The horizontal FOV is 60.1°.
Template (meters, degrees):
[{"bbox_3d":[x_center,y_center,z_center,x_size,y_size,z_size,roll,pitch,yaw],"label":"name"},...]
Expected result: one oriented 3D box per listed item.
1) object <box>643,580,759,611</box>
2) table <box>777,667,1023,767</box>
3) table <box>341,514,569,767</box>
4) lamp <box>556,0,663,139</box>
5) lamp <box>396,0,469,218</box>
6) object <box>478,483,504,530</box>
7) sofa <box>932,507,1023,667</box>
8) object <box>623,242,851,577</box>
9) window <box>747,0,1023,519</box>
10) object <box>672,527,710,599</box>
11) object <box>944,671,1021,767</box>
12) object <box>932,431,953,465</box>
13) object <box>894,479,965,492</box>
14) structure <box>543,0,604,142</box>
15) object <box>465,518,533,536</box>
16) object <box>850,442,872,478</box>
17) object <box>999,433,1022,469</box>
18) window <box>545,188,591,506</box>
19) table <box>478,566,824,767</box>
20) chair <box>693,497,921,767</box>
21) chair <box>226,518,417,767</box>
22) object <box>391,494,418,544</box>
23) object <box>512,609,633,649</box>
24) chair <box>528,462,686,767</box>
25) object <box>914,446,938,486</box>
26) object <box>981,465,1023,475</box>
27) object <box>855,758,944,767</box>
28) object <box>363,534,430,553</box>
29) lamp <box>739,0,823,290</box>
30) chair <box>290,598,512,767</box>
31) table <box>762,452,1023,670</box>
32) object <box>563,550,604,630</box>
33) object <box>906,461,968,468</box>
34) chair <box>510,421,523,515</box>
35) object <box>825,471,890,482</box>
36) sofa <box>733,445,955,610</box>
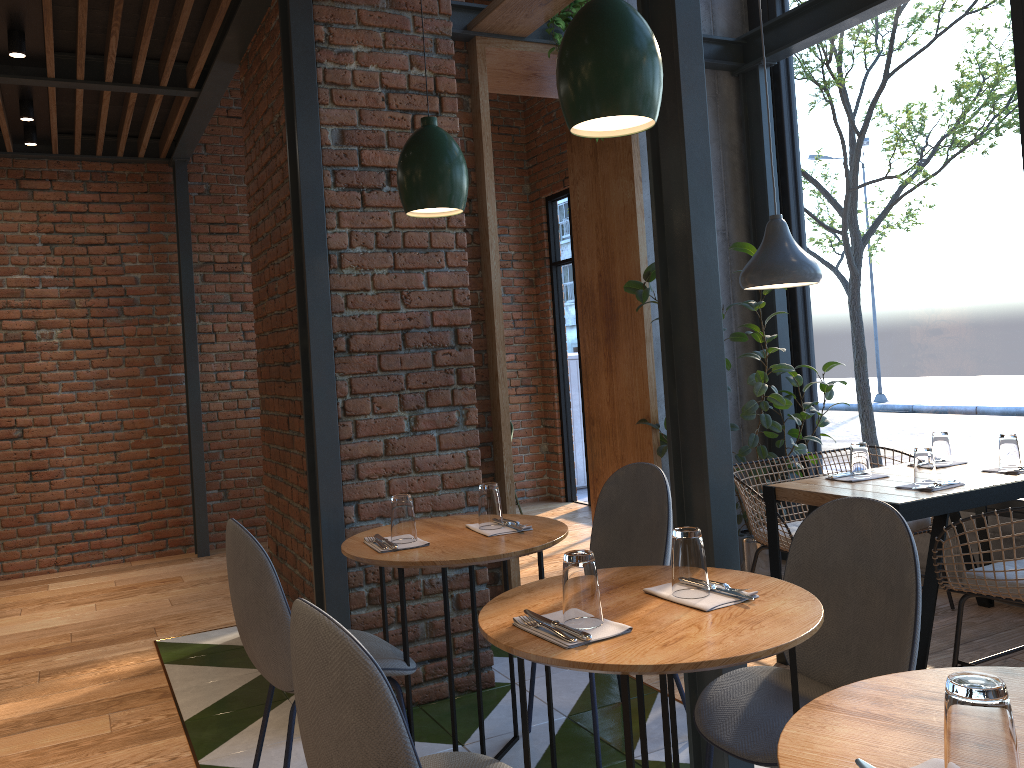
[{"bbox_3d":[0.407,0.443,1.887,0.157,0.019,0.242,-5,2,-30],"label":"object"},{"bbox_3d":[0.702,0.830,1.039,0.700,0.748,0.698,-4,0,-16],"label":"table"},{"bbox_3d":[-0.150,0.840,2.740,0.698,0.748,0.700,-4,0,20],"label":"table"},{"bbox_3d":[0.145,-1.549,1.887,0.224,2.024,0.223,-3,-1,-23],"label":"lamp"},{"bbox_3d":[-0.308,-1.544,2.791,0.224,2.024,0.223,-3,-1,-23],"label":"lamp"},{"bbox_3d":[-0.070,0.383,2.792,0.080,0.138,0.080,-3,-1,-40],"label":"object"},{"bbox_3d":[1.994,0.698,3.057,1.093,0.733,0.469,-4,0,-27],"label":"sofa"},{"bbox_3d":[1.212,0.177,4.788,1.016,1.774,1.064,-4,-1,32],"label":"object"},{"bbox_3d":[3.454,-2.200,1.561,0.127,5.603,8.708,-3,0,-27],"label":"window"},{"bbox_3d":[0.377,0.378,1.887,0.080,0.138,0.080,-4,-1,-17],"label":"object"},{"bbox_3d":[0.514,0.394,0.972,0.080,0.138,0.080,-4,-1,31],"label":"object"},{"bbox_3d":[1.839,0.272,3.796,0.080,0.138,0.080,-4,-1,37],"label":"object"},{"bbox_3d":[1.538,0.372,3.276,0.243,0.019,0.157,-5,2,-30],"label":"object"},{"bbox_3d":[0.331,-1.706,4.391,0.514,0.969,0.663,-3,-1,-35],"label":"structure"},{"bbox_3d":[-0.039,0.448,2.789,0.157,0.019,0.242,-4,2,-23],"label":"object"},{"bbox_3d":[1.404,0.306,3.576,0.080,0.138,0.080,-4,-1,-10],"label":"object"},{"bbox_3d":[1.993,0.268,3.551,0.080,0.138,0.080,-3,-1,-44],"label":"object"},{"bbox_3d":[0.902,-0.320,6.896,0.097,2.702,2.132,-3,0,-27],"label":"window"},{"bbox_3d":[0.303,0.835,1.835,0.699,0.748,0.700,-4,0,16],"label":"table"},{"bbox_3d":[0.681,0.734,2.028,0.508,0.888,0.417,-4,-1,-26],"label":"chair"},{"bbox_3d":[-0.537,0.801,2.553,0.508,0.888,0.417,-4,-1,-26],"label":"chair"},{"bbox_3d":[-0.329,0.404,2.666,0.080,0.138,0.080,-4,-1,10],"label":"object"},{"bbox_3d":[0.108,0.466,1.736,0.157,0.019,0.242,-5,2,-30],"label":"object"},{"bbox_3d":[0.300,0.734,2.968,0.508,0.888,0.417,-3,-1,-31],"label":"chair"},{"bbox_3d":[1.541,0.304,3.309,0.080,0.138,0.080,-4,-1,23],"label":"object"},{"bbox_3d":[1.989,0.335,3.520,0.243,0.019,0.157,-5,2,-27],"label":"object"},{"bbox_3d":[0.489,0.461,0.982,0.157,0.019,0.242,-4,2,-21],"label":"object"},{"bbox_3d":[-0.354,0.472,2.675,0.157,0.019,0.242,-4,2,-23],"label":"object"},{"bbox_3d":[1.037,-2.672,3.951,0.353,4.495,0.352,-3,-1,-22],"label":"lamp"},{"bbox_3d":[-0.124,0.798,1.627,0.508,0.888,0.417,-3,-1,-31],"label":"chair"},{"bbox_3d":[1.746,0.714,3.554,1.273,0.706,0.657,-4,0,-27],"label":"table"},{"bbox_3d":[0.135,0.398,1.731,0.080,0.138,0.080,-4,-1,13],"label":"object"},{"bbox_3d":[1.840,0.337,3.818,0.243,0.019,0.157,-5,2,-26],"label":"object"},{"bbox_3d":[-0.276,0.699,6.996,0.638,0.819,0.515,-4,0,22],"label":"chair"},{"bbox_3d":[1.410,0.371,3.601,0.243,0.019,0.157,-4,2,-23],"label":"object"},{"bbox_3d":[1.489,0.704,4.065,1.093,0.733,0.469,-4,0,-27],"label":"sofa"}]
